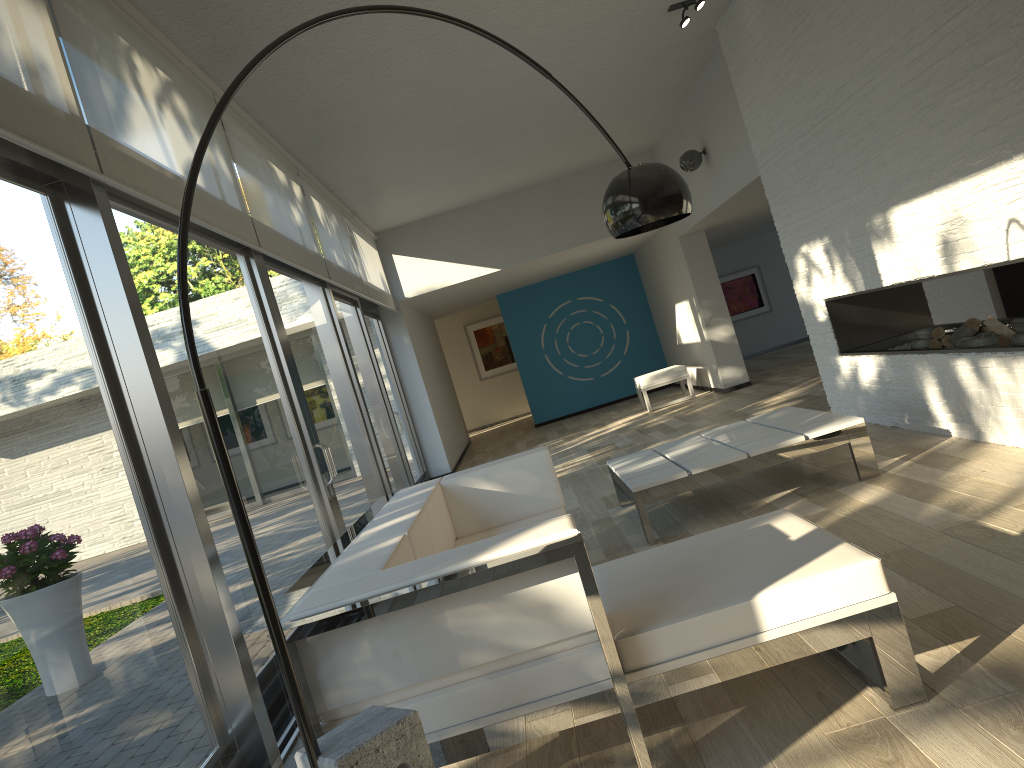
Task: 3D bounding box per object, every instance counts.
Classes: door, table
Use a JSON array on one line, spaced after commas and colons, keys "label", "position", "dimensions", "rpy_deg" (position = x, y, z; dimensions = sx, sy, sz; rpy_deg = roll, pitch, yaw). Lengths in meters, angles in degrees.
[{"label": "door", "position": [-0.287, 0.002, 6.714], "dimensions": [19.439, 2.373, 22.952], "rpy_deg": [-17, 1, 0]}, {"label": "table", "position": [1.235, 0.480, 5.089], "dimensions": [1.220, 0.305, 1.220], "rpy_deg": [-17, 1, 0]}, {"label": "door", "position": [4.626, -1.480, 7.921], "dimensions": [0.920, 1.947, 0.108], "rpy_deg": [-17, 1, 0]}]

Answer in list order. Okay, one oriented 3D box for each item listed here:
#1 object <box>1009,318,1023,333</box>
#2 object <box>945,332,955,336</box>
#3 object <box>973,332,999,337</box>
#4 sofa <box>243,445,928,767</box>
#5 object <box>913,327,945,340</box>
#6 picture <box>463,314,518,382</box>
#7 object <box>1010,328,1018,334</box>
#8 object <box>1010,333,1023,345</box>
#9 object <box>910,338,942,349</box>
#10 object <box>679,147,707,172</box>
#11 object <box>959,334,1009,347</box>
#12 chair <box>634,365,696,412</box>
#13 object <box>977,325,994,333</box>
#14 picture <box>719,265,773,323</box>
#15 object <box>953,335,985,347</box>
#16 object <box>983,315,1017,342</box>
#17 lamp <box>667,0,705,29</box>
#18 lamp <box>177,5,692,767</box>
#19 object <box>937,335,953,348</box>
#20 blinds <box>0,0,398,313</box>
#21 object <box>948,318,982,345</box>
[{"label": "object", "position": [2.534, -0.285, 4.298], "dimensions": [0.093, 0.088, 0.260], "rpy_deg": [-17, 1, -1]}, {"label": "object", "position": [2.665, -0.280, 5.401], "dimensions": [0.082, 0.073, 0.237], "rpy_deg": [-17, 1, -1]}, {"label": "object", "position": [2.589, -0.245, 4.854], "dimensions": [0.076, 0.076, 0.236], "rpy_deg": [-17, 1, -1]}, {"label": "sofa", "position": [0.179, 0.662, 3.272], "dimensions": [1.545, 0.654, 2.404], "rpy_deg": [-17, 1, 0]}, {"label": "object", "position": [2.538, -0.309, 5.401], "dimensions": [0.082, 0.073, 0.237], "rpy_deg": [-17, 1, -1]}, {"label": "picture", "position": [-0.163, -0.811, 17.893], "dimensions": [1.378, 1.191, 0.017], "rpy_deg": [-17, 1, 0]}, {"label": "object", "position": [2.665, -0.268, 4.864], "dimensions": [0.082, 0.073, 0.237], "rpy_deg": [-17, 1, -1]}, {"label": "object", "position": [2.518, -0.211, 4.298], "dimensions": [0.075, 0.074, 0.246], "rpy_deg": [-17, 1, -1]}, {"label": "object", "position": [2.519, -0.236, 5.405], "dimensions": [0.075, 0.074, 0.246], "rpy_deg": [-17, 1, -1]}, {"label": "object", "position": [1.747, -2.138, 8.441], "dimensions": [0.315, 0.203, 0.201], "rpy_deg": [-17, 1, 0]}, {"label": "object", "position": [2.483, -0.209, 4.676], "dimensions": [0.075, 0.074, 0.245], "rpy_deg": [-17, 1, -21]}, {"label": "chair", "position": [1.956, 0.047, 11.446], "dimensions": [0.611, 0.442, 0.610], "rpy_deg": [-17, 1, 0]}, {"label": "object", "position": [2.617, -0.298, 4.888], "dimensions": [0.064, 0.060, 0.229], "rpy_deg": [-17, 1, 1]}, {"label": "picture", "position": [3.880, -1.503, 15.128], "dimensions": [0.958, 0.828, 0.017], "rpy_deg": [-17, 1, 0]}, {"label": "object", "position": [2.519, -0.224, 4.867], "dimensions": [0.075, 0.074, 0.246], "rpy_deg": [-17, 1, -1]}, {"label": "object", "position": [2.589, -0.289, 4.686], "dimensions": [0.064, 0.165, 0.225], "rpy_deg": [-17, 1, -1]}, {"label": "lamp", "position": [1.181, -2.474, 5.913], "dimensions": [0.234, 0.153, 0.135], "rpy_deg": [-17, 1, 0]}, {"label": "lamp", "position": [0.072, -0.006, 2.273], "dimensions": [0.282, 2.024, 1.757], "rpy_deg": [-16, 1, 43]}, {"label": "object", "position": [2.589, -0.257, 5.391], "dimensions": [0.076, 0.076, 0.236], "rpy_deg": [-17, 1, -1]}, {"label": "blinds", "position": [-1.517, -1.191, 4.856], "dimensions": [0.056, 0.984, 11.531], "rpy_deg": [-17, 1, 0]}, {"label": "object", "position": [2.539, -0.283, 4.967], "dimensions": [0.093, 0.170, 0.272], "rpy_deg": [-17, 1, -1]}]
